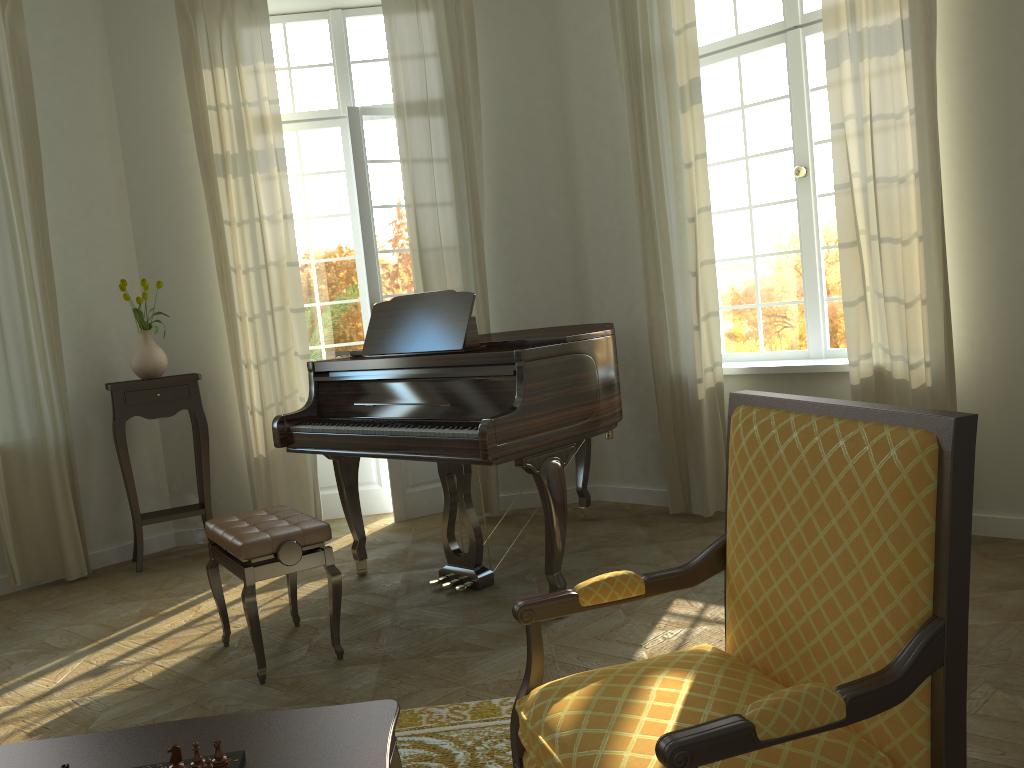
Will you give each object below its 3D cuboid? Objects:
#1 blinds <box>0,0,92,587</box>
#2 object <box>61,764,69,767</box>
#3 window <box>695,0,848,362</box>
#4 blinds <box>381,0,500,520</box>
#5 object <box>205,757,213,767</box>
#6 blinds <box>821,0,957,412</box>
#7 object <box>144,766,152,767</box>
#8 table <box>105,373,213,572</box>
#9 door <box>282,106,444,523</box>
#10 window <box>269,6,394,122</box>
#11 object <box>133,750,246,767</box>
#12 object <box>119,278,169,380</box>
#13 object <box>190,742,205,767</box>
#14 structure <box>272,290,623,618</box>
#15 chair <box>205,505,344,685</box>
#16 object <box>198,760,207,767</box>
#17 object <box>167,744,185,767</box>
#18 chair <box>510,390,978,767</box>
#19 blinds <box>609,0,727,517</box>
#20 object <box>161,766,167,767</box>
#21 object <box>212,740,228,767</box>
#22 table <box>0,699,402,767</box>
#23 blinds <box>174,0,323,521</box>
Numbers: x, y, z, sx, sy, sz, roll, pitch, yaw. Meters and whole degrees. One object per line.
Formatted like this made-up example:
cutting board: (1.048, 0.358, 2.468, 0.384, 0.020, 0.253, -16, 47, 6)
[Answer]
blinds: (-2.813, -0.530, 4.967, 0.552, 3.381, 0.159, -11, 7, -44)
object: (-0.842, 0.742, 1.676, 0.030, 0.044, 0.030, -11, 7, -44)
window: (1.613, -1.397, 4.950, 1.400, 2.550, 0.181, -1, 7, 43)
blinds: (-0.362, -0.830, 5.529, 0.554, 3.386, 0.162, -6, 5, -7)
object: (-0.556, 0.711, 1.630, 0.030, 0.055, 0.030, -11, 7, -44)
blinds: (1.824, -0.939, 4.236, 0.159, 3.381, 0.552, -11, 7, -44)
object: (-0.676, 0.734, 1.651, 0.030, 0.030, 0.052, -10, 6, -40)
table: (-2.124, 0.520, 5.432, 0.522, 1.114, 0.344, -8, 6, -27)
door: (-0.950, -0.428, 5.864, 1.385, 2.690, 0.425, -6, 5, -1)
window: (-1.131, -2.133, 5.901, 1.380, 0.680, 0.055, -6, 5, -2)
object: (-0.683, 0.768, 1.557, 0.360, 0.021, 0.360, -6, 5, -7)
object: (-2.213, -0.333, 5.354, 0.242, 0.609, 0.264, -4, 5, 23)
object: (-0.605, 0.712, 1.704, 0.030, 0.050, 0.030, -11, 7, -44)
structure: (-0.008, 0.218, 4.584, 1.514, 1.439, 1.856, -1, 7, 43)
chair: (-0.990, 0.840, 3.674, 0.385, 0.563, 0.638, -9, 6, -32)
object: (-0.552, 0.707, 1.590, 0.030, 0.069, 0.030, -11, 7, -44)
object: (-0.645, 0.716, 1.699, 0.030, 0.052, 0.030, -11, 7, -44)
chair: (0.378, 0.608, 1.670, 0.671, 1.083, 0.730, -7, 5, -17)
blinds: (0.880, -0.915, 5.045, 0.162, 3.384, 0.554, -10, 7, -41)
object: (-0.633, 0.723, 1.619, 0.030, 0.050, 0.030, -11, 7, -44)
object: (-0.566, 0.711, 1.709, 0.030, 0.044, 0.030, -11, 7, -44)
table: (-0.646, 1.025, 1.541, 0.922, 0.494, 0.932, -6, 5, 0)
blinds: (-1.599, -0.700, 5.537, 0.552, 3.386, 0.159, -6, 5, -5)
